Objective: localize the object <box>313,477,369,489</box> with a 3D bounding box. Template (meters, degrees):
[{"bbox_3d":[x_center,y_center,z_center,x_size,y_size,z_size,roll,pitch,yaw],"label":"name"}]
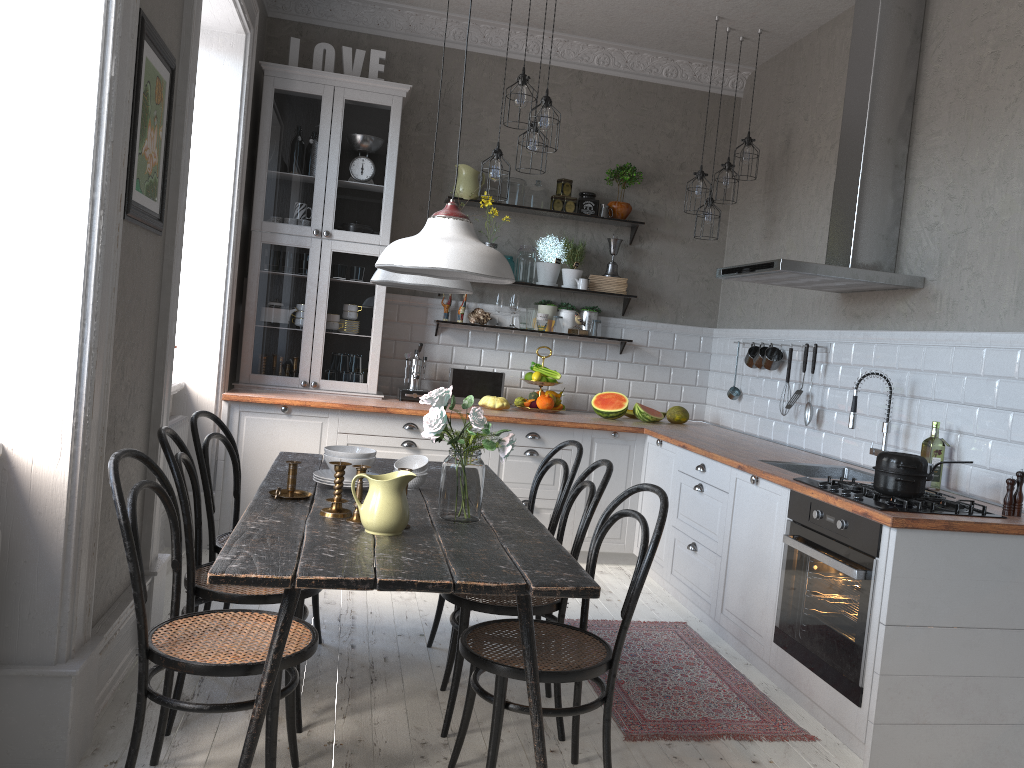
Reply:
[{"bbox_3d":[-0.574,0.347,3.093,0.236,0.027,0.238,6,3,6],"label":"object"}]

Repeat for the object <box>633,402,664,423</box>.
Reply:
[{"bbox_3d":[0.885,0.188,5.668,0.228,0.127,0.146,4,3,-29],"label":"object"}]

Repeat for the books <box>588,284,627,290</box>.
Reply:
[{"bbox_3d":[0.638,-0.651,5.987,0.262,0.016,0.157,6,3,-3],"label":"books"}]

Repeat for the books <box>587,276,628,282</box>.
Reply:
[{"bbox_3d":[0.643,-0.705,5.984,0.262,0.016,0.157,6,3,-3],"label":"books"}]

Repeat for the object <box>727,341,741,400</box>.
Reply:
[{"bbox_3d":[1.441,-0.085,5.690,0.077,0.378,0.082,5,3,-11],"label":"object"}]

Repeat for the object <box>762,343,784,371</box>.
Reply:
[{"bbox_3d":[1.526,-0.159,5.179,0.108,0.161,0.137,6,3,6],"label":"object"}]

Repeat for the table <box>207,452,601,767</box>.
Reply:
[{"bbox_3d":[-0.421,0.750,2.974,0.913,0.735,1.903,5,3,-11],"label":"table"}]

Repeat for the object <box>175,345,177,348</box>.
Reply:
[{"bbox_3d":[-1.754,-0.406,4.312,0.257,0.813,0.263,6,3,16],"label":"object"}]

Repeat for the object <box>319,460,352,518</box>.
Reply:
[{"bbox_3d":[-0.515,0.304,2.629,0.098,0.172,0.094,4,3,-30],"label":"object"}]

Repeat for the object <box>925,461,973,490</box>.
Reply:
[{"bbox_3d":[1.592,0.336,3.400,0.299,0.134,0.177,7,3,23],"label":"object"}]

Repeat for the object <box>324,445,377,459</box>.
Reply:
[{"bbox_3d":[-0.567,0.274,3.090,0.182,0.094,0.177,5,3,-20],"label":"object"}]

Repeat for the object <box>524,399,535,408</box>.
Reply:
[{"bbox_3d":[0.107,0.125,5.702,0.084,0.057,0.089,7,3,21],"label":"object"}]

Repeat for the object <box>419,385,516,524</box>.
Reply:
[{"bbox_3d":[-0.144,0.214,2.716,0.315,0.414,0.249,5,3,-13],"label":"object"}]

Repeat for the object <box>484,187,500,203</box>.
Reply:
[{"bbox_3d":[-0.137,-1.220,5.778,0.104,0.111,0.102,5,3,-12],"label":"object"}]

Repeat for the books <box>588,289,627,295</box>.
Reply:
[{"bbox_3d":[0.634,-0.619,5.988,0.263,0.011,0.156,5,3,-9],"label":"books"}]

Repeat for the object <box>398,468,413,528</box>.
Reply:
[{"bbox_3d":[-0.316,0.329,2.564,0.059,0.167,0.059,6,3,2],"label":"object"}]

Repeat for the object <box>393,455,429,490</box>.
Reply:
[{"bbox_3d":[-0.364,0.318,3.180,0.124,0.119,0.128,6,3,4],"label":"object"}]

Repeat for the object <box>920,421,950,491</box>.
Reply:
[{"bbox_3d":[1.750,0.297,3.655,0.090,0.282,0.081,5,3,-11],"label":"object"}]

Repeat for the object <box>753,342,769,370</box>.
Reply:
[{"bbox_3d":[1.513,-0.167,5.305,0.109,0.161,0.136,5,3,-9],"label":"object"}]

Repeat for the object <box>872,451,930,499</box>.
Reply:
[{"bbox_3d":[1.367,0.319,3.118,0.194,0.147,0.189,4,3,-32],"label":"object"}]

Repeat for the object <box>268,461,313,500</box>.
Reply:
[{"bbox_3d":[-0.703,0.305,2.832,0.142,0.112,0.137,4,3,-29],"label":"object"}]

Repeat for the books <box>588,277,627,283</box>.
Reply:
[{"bbox_3d":[0.642,-0.694,5.984,0.261,0.016,0.158,6,3,0],"label":"books"}]

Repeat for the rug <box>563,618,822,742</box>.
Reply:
[{"bbox_3d":[0.623,1.179,3.654,0.742,0.014,1.278,5,3,-11],"label":"rug"}]

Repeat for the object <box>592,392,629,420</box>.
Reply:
[{"bbox_3d":[0.625,0.139,5.659,0.234,0.174,0.219,6,3,10],"label":"object"}]

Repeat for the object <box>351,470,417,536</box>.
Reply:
[{"bbox_3d":[-0.356,0.328,2.471,0.133,0.170,0.153,8,4,40],"label":"object"}]

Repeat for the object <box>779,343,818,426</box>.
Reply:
[{"bbox_3d":[1.554,-0.004,4.820,0.082,0.443,0.326,5,3,-10],"label":"object"}]

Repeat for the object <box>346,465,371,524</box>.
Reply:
[{"bbox_3d":[-0.443,0.314,2.572,0.061,0.172,0.062,6,3,10],"label":"object"}]

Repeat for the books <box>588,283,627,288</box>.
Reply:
[{"bbox_3d":[0.639,-0.662,5.986,0.262,0.011,0.157,5,3,-6],"label":"books"}]

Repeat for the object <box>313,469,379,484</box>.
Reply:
[{"bbox_3d":[-0.572,0.330,3.093,0.235,0.027,0.239,6,3,11],"label":"object"}]

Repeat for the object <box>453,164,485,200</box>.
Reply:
[{"bbox_3d":[-0.279,-1.284,5.684,0.190,0.216,0.173,6,3,2],"label":"object"}]

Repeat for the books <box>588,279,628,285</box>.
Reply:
[{"bbox_3d":[0.641,-0.684,5.985,0.262,0.011,0.157,5,3,-6],"label":"books"}]

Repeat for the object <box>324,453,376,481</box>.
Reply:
[{"bbox_3d":[-0.569,0.294,3.090,0.182,0.094,0.177,5,3,-20],"label":"object"}]

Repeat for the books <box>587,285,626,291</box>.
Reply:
[{"bbox_3d":[0.637,-0.641,5.987,0.261,0.016,0.158,6,3,0],"label":"books"}]

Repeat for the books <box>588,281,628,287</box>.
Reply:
[{"bbox_3d":[0.640,-0.673,5.986,0.263,0.011,0.156,5,3,-9],"label":"books"}]

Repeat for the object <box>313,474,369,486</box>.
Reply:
[{"bbox_3d":[-0.573,0.338,3.093,0.242,0.027,0.232,3,4,-44],"label":"object"}]

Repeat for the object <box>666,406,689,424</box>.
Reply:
[{"bbox_3d":[1.093,0.204,5.841,0.129,0.119,0.208,8,4,41],"label":"object"}]

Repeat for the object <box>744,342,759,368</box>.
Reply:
[{"bbox_3d":[1.491,-0.175,5.430,0.108,0.161,0.137,6,3,1],"label":"object"}]

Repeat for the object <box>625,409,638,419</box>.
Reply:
[{"bbox_3d":[0.815,0.198,5.929,0.200,0.067,0.102,5,3,-6],"label":"object"}]

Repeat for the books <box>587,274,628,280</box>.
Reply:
[{"bbox_3d":[0.644,-0.716,5.984,0.262,0.011,0.157,5,3,-6],"label":"books"}]

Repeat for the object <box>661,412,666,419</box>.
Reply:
[{"bbox_3d":[0.949,0.212,5.860,0.117,0.073,0.204,8,4,42],"label":"object"}]

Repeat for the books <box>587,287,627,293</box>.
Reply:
[{"bbox_3d":[0.636,-0.630,5.988,0.262,0.011,0.157,5,3,-6],"label":"books"}]

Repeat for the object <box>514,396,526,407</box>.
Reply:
[{"bbox_3d":[0.062,0.116,5.729,0.075,0.072,0.153,7,3,18],"label":"object"}]

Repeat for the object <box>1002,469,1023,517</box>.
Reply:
[{"bbox_3d":[1.774,0.381,3.127,0.073,0.166,0.035,5,3,-12],"label":"object"}]
